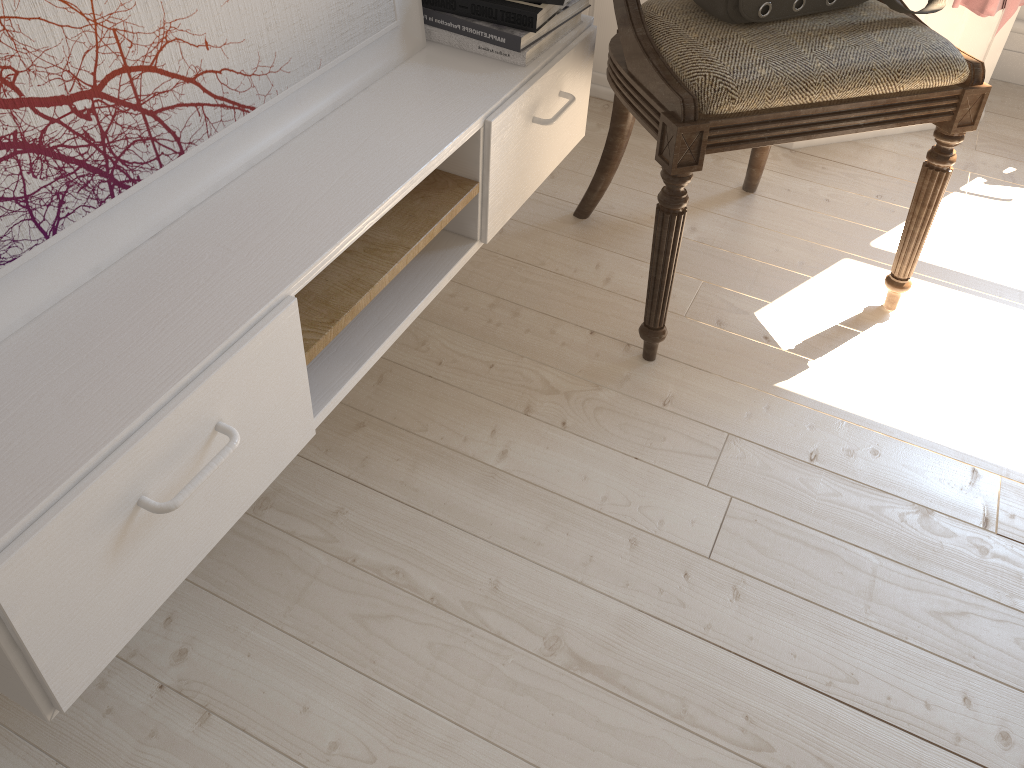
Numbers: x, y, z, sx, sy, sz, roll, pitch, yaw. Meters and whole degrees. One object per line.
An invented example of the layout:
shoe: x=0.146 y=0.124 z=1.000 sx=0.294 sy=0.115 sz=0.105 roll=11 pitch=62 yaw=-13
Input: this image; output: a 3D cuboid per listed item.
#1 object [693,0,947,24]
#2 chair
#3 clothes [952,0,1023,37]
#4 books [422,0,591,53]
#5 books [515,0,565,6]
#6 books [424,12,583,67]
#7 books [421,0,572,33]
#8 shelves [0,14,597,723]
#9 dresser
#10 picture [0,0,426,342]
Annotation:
object: x=0.450 y=-0.665 z=1.269 sx=0.402 sy=0.236 sz=0.222 roll=-12 pitch=45 yaw=-16
chair: x=0.387 y=-0.576 z=1.391 sx=0.523 sy=0.847 sz=0.562 roll=-11 pitch=44 yaw=-16
clothes: x=1.078 y=-1.086 z=1.654 sx=0.335 sy=0.834 sz=0.095 roll=-24 pitch=49 yaw=-27
books: x=-0.044 y=-0.571 z=1.311 sx=0.262 sy=0.021 sz=0.219 roll=24 pitch=47 yaw=21
books: x=-0.041 y=-0.612 z=1.277 sx=0.259 sy=0.031 sz=0.200 roll=8 pitch=43 yaw=5
books: x=-0.042 y=-0.548 z=1.317 sx=0.245 sy=0.021 sz=0.198 roll=22 pitch=46 yaw=19
books: x=-0.037 y=-0.585 z=1.290 sx=0.241 sy=0.027 sz=0.199 roll=19 pitch=45 yaw=16
shelves: x=-0.252 y=-0.196 z=1.087 sx=0.371 sy=0.200 sz=1.159 roll=20 pitch=45 yaw=17
dresser: x=0.734 y=-1.679 z=1.419 sx=1.035 sy=2.457 sz=0.730 roll=21 pitch=45 yaw=18
picture: x=-0.356 y=-0.653 z=0.611 sx=0.165 sy=1.106 sz=0.888 roll=19 pitch=45 yaw=17
